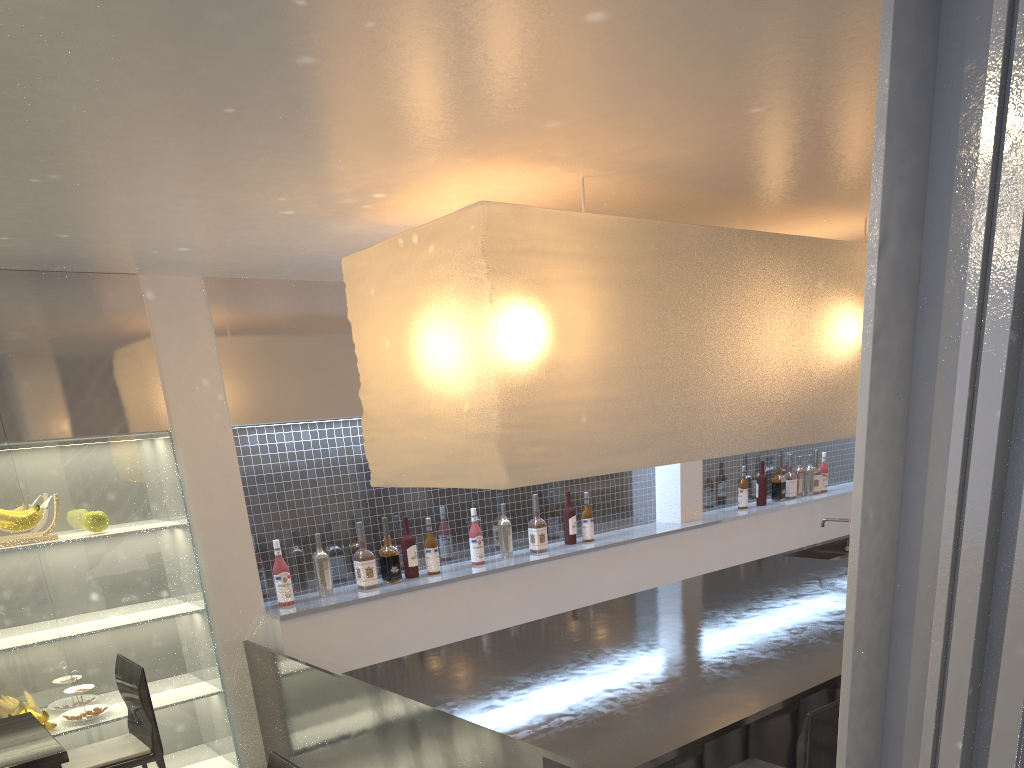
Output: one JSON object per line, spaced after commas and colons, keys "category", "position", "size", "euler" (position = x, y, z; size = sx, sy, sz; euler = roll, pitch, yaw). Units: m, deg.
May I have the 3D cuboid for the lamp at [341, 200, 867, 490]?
{"category": "lamp", "position": [0.717, -0.079, 2.113], "size": [2.228, 0.461, 0.433], "euler": [-4, 6, -37]}

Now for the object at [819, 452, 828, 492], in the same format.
{"category": "object", "position": [1.434, 0.407, 3.791], "size": [0.042, 0.200, 0.040], "euler": [-12, 18, -25]}

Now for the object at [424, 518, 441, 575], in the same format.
{"category": "object", "position": [-1.184, 0.488, 1.838], "size": [2.349, 0.323, 0.055], "euler": [-3, 13, -36]}

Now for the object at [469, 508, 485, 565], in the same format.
{"category": "object", "position": [-0.116, 0.490, 2.643], "size": [0.041, 0.200, 0.041], "euler": [-17, 21, -36]}

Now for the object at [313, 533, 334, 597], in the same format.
{"category": "object", "position": [-1.262, 0.495, 1.805], "size": [1.811, 0.318, 0.043], "euler": [-4, 14, -35]}

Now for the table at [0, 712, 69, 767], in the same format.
{"category": "table", "position": [-1.103, 0.907, 1.686], "size": [0.338, 0.356, 0.348], "euler": [-11, 10, -38]}

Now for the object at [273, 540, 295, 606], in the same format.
{"category": "object", "position": [-0.848, 0.153, 1.080], "size": [1.773, 0.878, 1.639], "euler": [-6, 3, -41]}

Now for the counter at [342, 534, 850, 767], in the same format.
{"category": "counter", "position": [0.879, 0.737, 2.259], "size": [2.433, 0.402, 0.796], "euler": [-3, 1, -37]}

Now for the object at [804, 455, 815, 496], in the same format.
{"category": "object", "position": [1.342, 0.412, 3.713], "size": [0.043, 0.200, 0.043], "euler": [-17, 21, -37]}

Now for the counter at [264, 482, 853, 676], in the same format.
{"category": "counter", "position": [0.745, 0.770, 3.353], "size": [3.513, 0.476, 0.221], "euler": [-3, 11, -37]}

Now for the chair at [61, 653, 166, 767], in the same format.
{"category": "chair", "position": [-0.936, 0.852, 1.858], "size": [0.228, 0.471, 0.183], "euler": [-15, 18, -37]}

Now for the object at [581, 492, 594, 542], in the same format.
{"category": "object", "position": [0.267, 0.473, 2.924], "size": [0.042, 0.195, 0.038], "euler": [2, 18, 21]}

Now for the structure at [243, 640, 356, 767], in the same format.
{"category": "structure", "position": [-0.523, 0.852, 2.050], "size": [0.011, 0.393, 0.543], "euler": [-19, 13, -40]}

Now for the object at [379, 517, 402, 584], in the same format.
{"category": "object", "position": [-1.157, 0.488, 1.850], "size": [2.007, 0.318, 0.100], "euler": [-4, 13, -35]}

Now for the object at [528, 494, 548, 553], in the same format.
{"category": "object", "position": [0.085, 0.472, 2.781], "size": [0.045, 0.218, 0.043], "euler": [-16, 21, -35]}

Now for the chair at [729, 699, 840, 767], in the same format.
{"category": "chair", "position": [0.460, 0.718, 1.431], "size": [0.182, 0.471, 0.229], "euler": [-16, 18, -36]}

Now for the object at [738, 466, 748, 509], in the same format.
{"category": "object", "position": [0.970, 0.436, 3.452], "size": [0.042, 0.195, 0.038], "euler": [2, 18, 21]}

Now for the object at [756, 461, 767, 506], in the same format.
{"category": "object", "position": [1.062, 0.423, 3.500], "size": [0.043, 0.208, 0.043], "euler": [11, 22, 40]}

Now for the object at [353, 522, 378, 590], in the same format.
{"category": "object", "position": [-1.193, 0.490, 1.823], "size": [1.929, 0.318, 0.044], "euler": [-3, 14, -36]}

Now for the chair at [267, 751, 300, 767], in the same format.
{"category": "chair", "position": [-0.378, 0.778, 1.180], "size": [0.228, 0.471, 0.183], "euler": [-15, 18, -37]}

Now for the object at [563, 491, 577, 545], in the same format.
{"category": "object", "position": [0.202, 0.471, 2.893], "size": [0.043, 0.208, 0.043], "euler": [11, 22, 40]}

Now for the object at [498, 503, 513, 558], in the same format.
{"category": "object", "position": [-0.023, 0.486, 2.721], "size": [0.046, 0.200, 0.041], "euler": [-2, 17, 8]}

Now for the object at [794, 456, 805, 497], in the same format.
{"category": "object", "position": [1.289, 0.416, 3.693], "size": [0.046, 0.200, 0.041], "euler": [-2, 17, 7]}

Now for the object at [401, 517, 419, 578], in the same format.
{"category": "object", "position": [-1.140, 0.488, 1.898], "size": [2.072, 0.318, 0.063], "euler": [-3, 13, -36]}

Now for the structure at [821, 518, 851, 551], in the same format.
{"category": "structure", "position": [1.003, 0.477, 2.548], "size": [0.033, 0.132, 0.109], "euler": [-18, 16, -40]}

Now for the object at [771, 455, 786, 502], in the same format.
{"category": "object", "position": [1.167, 0.413, 3.596], "size": [0.044, 0.219, 0.044], "euler": [-17, 21, -37]}

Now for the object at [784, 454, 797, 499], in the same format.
{"category": "object", "position": [1.232, 0.411, 3.649], "size": [0.045, 0.218, 0.043], "euler": [-16, 21, -35]}

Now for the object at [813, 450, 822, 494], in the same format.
{"category": "object", "position": [1.384, 0.401, 3.753], "size": [0.046, 0.218, 0.042], "euler": [-3, 17, 3]}
